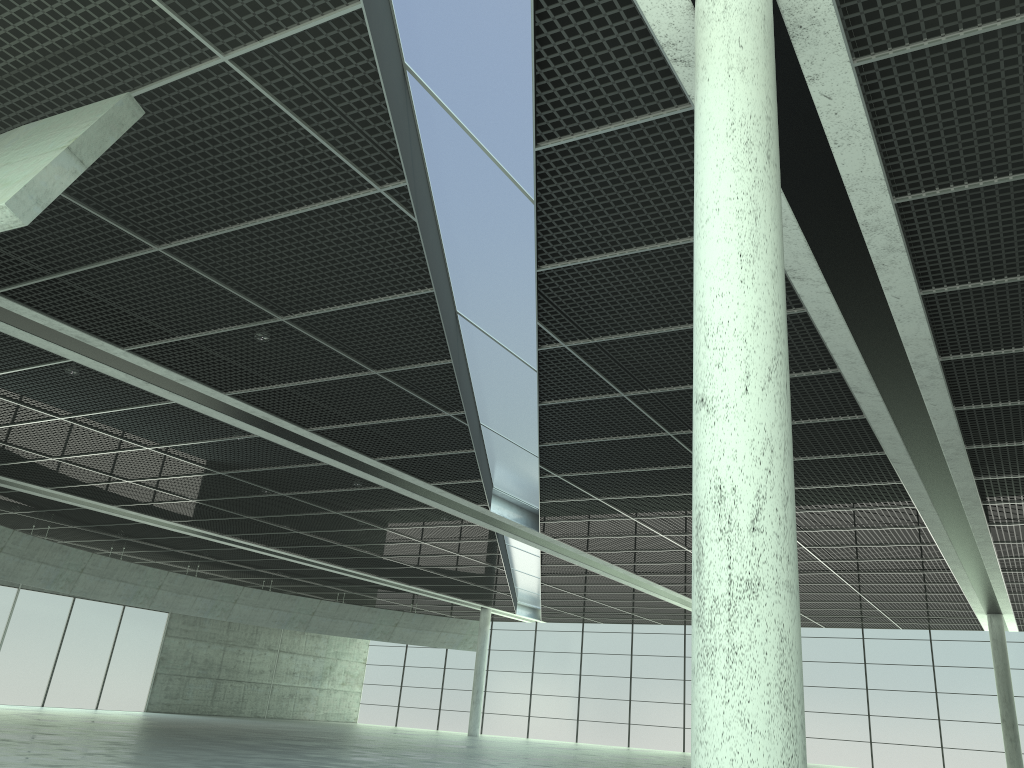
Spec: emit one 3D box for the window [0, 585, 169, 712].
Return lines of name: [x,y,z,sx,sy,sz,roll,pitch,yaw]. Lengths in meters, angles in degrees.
window: [-43.874,24.857,76.102,0.159,10.665,33.481,-8,-26,28]

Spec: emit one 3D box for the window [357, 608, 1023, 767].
window: [-0.190,16.320,53.668,99.675,16.086,100.643,-8,-26,28]
